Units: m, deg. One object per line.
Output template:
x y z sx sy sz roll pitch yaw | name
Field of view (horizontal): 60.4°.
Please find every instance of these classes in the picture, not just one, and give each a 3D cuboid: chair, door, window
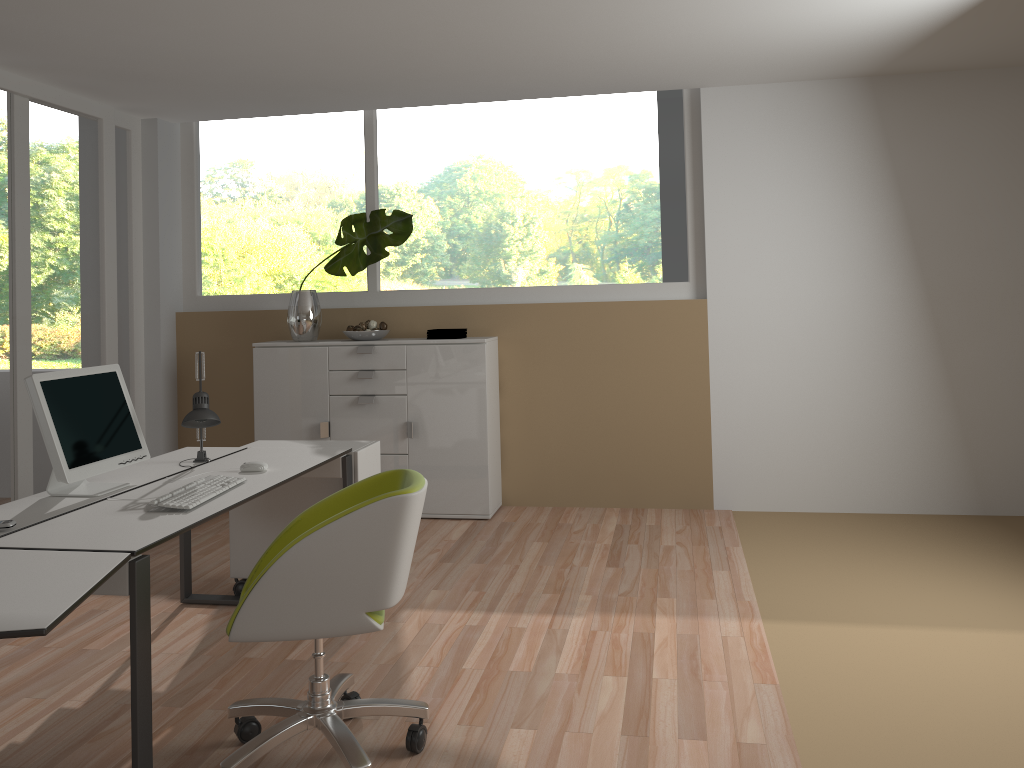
-0.539 0.695 2.590 0.598 0.811 0.621 -2 1 -15 | chair
-2.633 -0.400 5.022 0.060 2.653 1.187 -2 0 11 | door
-2.622 -0.436 5.390 0.045 2.653 1.187 -2 0 11 | door
-0.564 -1.418 5.938 3.631 1.803 0.045 -1 -1 10 | window

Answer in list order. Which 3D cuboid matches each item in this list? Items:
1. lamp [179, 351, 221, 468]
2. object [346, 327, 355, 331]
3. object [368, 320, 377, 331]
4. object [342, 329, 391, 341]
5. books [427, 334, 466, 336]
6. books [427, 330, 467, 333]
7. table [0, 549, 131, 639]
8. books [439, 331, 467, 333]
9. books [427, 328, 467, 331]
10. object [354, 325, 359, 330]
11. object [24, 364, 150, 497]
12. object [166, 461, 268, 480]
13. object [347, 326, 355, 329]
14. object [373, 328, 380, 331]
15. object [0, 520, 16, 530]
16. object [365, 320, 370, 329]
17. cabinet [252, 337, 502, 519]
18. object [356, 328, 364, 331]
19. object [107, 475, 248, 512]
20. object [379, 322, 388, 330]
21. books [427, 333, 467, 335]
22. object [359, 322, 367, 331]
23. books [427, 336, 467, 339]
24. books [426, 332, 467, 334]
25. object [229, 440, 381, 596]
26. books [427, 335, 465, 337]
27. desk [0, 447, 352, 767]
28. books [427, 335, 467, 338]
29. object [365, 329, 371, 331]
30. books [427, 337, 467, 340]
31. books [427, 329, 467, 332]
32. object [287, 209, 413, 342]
-1.242 0.147 3.462 0.140 0.529 0.540 -1 2 -25 | lamp
-1.034 -0.335 5.639 0.056 0.061 0.055 -3 2 -36 | object
-0.891 -0.374 5.623 0.056 0.067 0.051 -1 1 34 | object
-0.934 -0.315 5.658 0.314 0.063 0.314 -4 6 -24 | object
-0.411 -0.312 5.585 0.222 0.006 0.158 0 6 10 | books
-0.412 -0.335 5.588 0.222 0.008 0.158 0 6 10 | books
-1.371 0.829 1.980 0.925 0.689 0.813 -1 3 8 | table
-0.412 -0.329 5.588 0.222 0.008 0.158 0 6 10 | books
-0.410 -0.345 5.585 0.222 0.006 0.158 0 6 10 | books
-1.011 -0.351 5.737 0.054 0.064 0.056 -2 2 -30 | object
-1.500 0.161 3.127 0.197 0.431 0.467 -2 2 10 | object
-1.124 0.351 3.357 0.370 0.080 0.141 -2 4 -11 | object
-1.042 -0.347 5.692 0.056 0.065 0.053 -2 1 -11 | object
-0.862 -0.327 5.597 0.054 0.064 0.056 -2 2 -12 | object
-1.501 0.414 2.576 0.084 0.021 0.047 -2 4 -10 | object
-0.931 -0.383 5.722 0.053 0.071 0.052 -1 1 17 | object
-0.865 0.262 5.625 1.522 1.087 0.416 -1 -1 10 | cabinet
-0.962 -0.322 5.569 0.056 0.065 0.052 -1 1 23 | object
-1.176 0.387 2.995 0.387 0.080 0.458 -1 5 5 | object
-0.820 -0.364 5.609 0.053 0.068 0.053 -1 1 19 | object
-0.411 -0.318 5.585 0.222 0.006 0.158 0 6 10 | books
-0.952 -0.364 5.614 0.053 0.064 0.055 -2 1 -5 | object
-0.412 -0.295 5.585 0.222 0.006 0.158 0 6 10 | books
-0.413 -0.324 5.584 0.222 0.006 0.158 0 6 12 | books
-0.953 0.627 4.092 0.621 0.677 0.308 -1 0 10 | object
-0.413 -0.307 5.585 0.222 0.007 0.158 -1 6 9 | books
-1.239 0.710 3.177 0.804 0.686 1.607 -1 4 10 | desk
-0.412 -0.301 5.585 0.222 0.006 0.158 0 6 10 | books
-0.913 -0.316 5.598 0.055 0.066 0.052 -1 1 1 | object
-0.412 -0.290 5.584 0.222 0.007 0.158 0 6 10 | books
-0.410 -0.340 5.584 0.222 0.007 0.158 0 6 10 | books
-1.034 -0.707 5.700 0.857 0.847 0.265 -1 -1 7 | object
